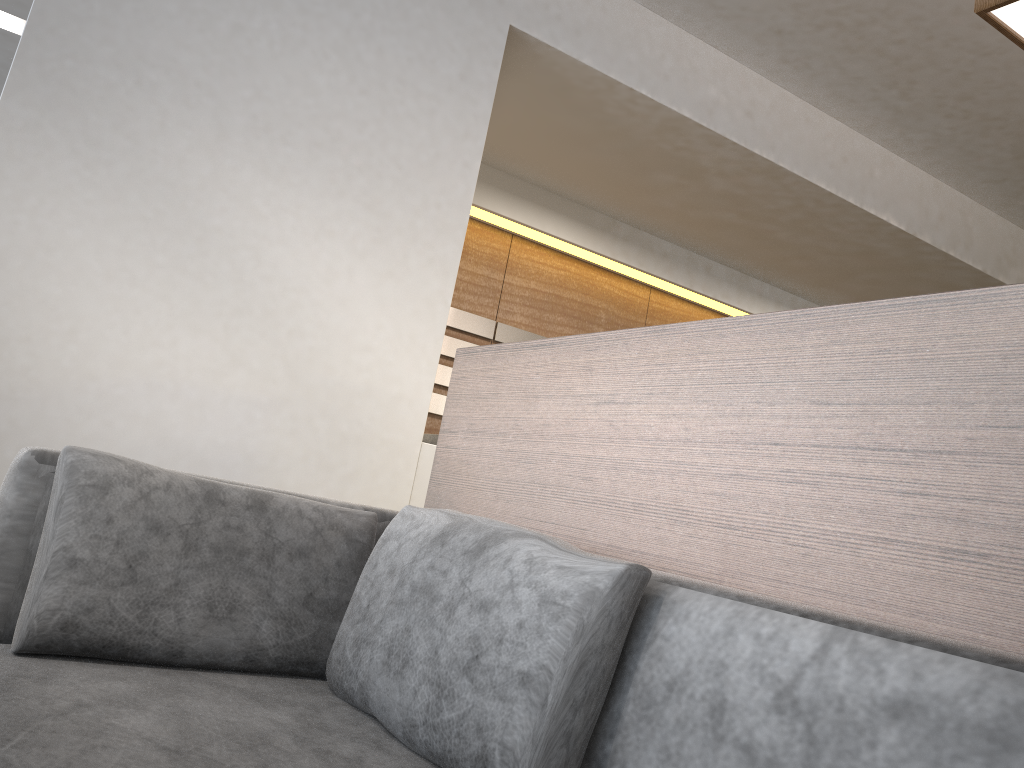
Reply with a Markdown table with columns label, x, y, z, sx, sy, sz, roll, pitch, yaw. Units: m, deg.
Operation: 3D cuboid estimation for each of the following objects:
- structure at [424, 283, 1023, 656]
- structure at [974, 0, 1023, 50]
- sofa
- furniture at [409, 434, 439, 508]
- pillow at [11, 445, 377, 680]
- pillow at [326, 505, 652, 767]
| label | x | y | z | sx | sy | sz | roll | pitch | yaw |
| --- | --- | --- | --- | --- | --- | --- | --- | --- | --- |
| structure | 0.869 | 0.394 | 0.405 | 0.221 | 1.023 | 3.758 | 18 | -11 | -31 |
| structure | 2.713 | -0.851 | 1.561 | 2.422 | 0.628 | 2.432 | 16 | -10 | -30 |
| sofa | 0.405 | 0.459 | 0.102 | 0.827 | 0.638 | 3.783 | 17 | -10 | -31 |
| furniture | 2.450 | 1.187 | 3.151 | 5.590 | 0.867 | 4.239 | 16 | -10 | -30 |
| pillow | -0.480 | 0.308 | 1.461 | 0.554 | 0.311 | 0.187 | 16 | -12 | -29 |
| pillow | -0.079 | 0.350 | 1.268 | 0.179 | 0.325 | 0.635 | 18 | -11 | -30 |
